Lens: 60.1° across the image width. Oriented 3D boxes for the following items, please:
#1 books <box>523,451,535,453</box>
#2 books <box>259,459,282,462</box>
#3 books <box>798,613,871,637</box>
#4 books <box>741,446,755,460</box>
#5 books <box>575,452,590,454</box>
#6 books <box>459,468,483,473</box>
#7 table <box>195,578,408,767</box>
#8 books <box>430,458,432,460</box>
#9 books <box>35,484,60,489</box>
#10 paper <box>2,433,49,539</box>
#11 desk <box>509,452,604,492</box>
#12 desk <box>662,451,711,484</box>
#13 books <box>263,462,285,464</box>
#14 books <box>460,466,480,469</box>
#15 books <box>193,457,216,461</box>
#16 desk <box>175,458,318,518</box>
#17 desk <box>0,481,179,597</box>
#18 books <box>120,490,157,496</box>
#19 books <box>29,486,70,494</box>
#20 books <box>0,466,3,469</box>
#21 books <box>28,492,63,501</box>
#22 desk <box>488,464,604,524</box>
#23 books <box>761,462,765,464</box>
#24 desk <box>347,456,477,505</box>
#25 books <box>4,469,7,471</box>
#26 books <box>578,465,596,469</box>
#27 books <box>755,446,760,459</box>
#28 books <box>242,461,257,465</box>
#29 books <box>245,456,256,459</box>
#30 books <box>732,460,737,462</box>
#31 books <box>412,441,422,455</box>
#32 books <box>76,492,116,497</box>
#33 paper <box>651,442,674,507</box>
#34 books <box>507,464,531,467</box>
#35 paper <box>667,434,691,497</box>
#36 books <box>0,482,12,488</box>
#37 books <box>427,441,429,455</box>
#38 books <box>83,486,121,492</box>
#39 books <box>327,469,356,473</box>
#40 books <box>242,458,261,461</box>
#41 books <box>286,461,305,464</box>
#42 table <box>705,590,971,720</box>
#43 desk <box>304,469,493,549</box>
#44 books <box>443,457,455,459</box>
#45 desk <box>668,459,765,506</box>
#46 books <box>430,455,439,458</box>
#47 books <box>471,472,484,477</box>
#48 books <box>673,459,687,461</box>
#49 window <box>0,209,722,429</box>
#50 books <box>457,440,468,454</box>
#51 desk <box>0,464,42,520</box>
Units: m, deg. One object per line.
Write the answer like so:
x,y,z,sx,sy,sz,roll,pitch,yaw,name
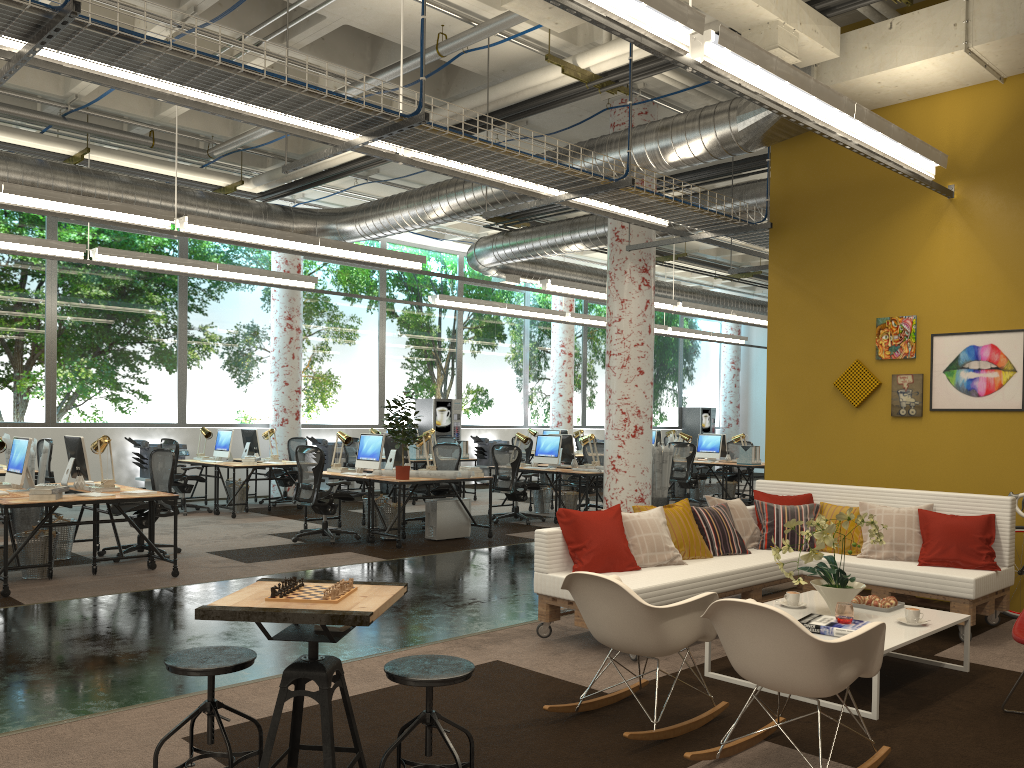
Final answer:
0.378,1.416,18.570,0.226,0.038,0.309,3,-3,-44,books
-3.671,1.160,13.463,0.226,0.038,0.309,3,-3,-44,books
1.726,1.301,4.751,0.334,0.048,0.279,-1,-3,37,books
3.924,1.184,14.720,0.068,0.310,0.233,0,0,-44,books
1.434,1.425,18.412,0.226,0.038,0.309,3,-3,-44,books
-0.489,1.020,10.482,0.193,0.044,0.257,2,-2,-27,books
-0.779,1.187,3.395,0.626,0.760,0.616,1,0,6,table
-1.399,1.263,14.968,0.243,0.019,0.205,0,-2,23,books
-3.812,0.838,7.267,0.153,0.030,0.185,1,-2,-16,books
-5.556,1.150,10.114,0.440,1.199,0.412,1,1,24,paper
1.090,1.798,18.310,1.402,0.724,1.940,2,-2,-44,desk
3.422,1.919,20.571,1.402,0.724,1.940,2,-2,-44,desk
-3.484,1.155,12.946,0.243,0.019,0.205,0,-2,23,books
-0.500,0.988,10.472,0.185,0.030,0.153,-1,-3,44,books
-4.727,1.151,13.621,0.226,0.038,0.309,3,-3,-44,books
-4.015,1.533,13.361,1.402,0.724,1.940,2,-2,-44,desk
-4.093,1.327,7.993,1.402,0.724,1.940,2,-2,-44,desk
-3.285,0.958,7.788,0.200,0.024,0.235,0,-2,19,books
-3.797,0.870,7.270,0.193,0.044,0.257,1,-2,3,books
-6.388,1.019,10.828,0.226,0.038,0.309,3,-3,-44,books
-3.816,0.916,7.251,0.200,0.050,0.271,1,-2,-17,books
0.812,1.587,12.881,1.402,0.724,1.940,2,-2,-44,desk
4.388,1.356,15.223,0.200,0.024,0.235,0,-2,19,books
-1.772,1.650,15.535,1.402,0.724,1.940,2,-2,-44,desk
-5.896,1.029,10.579,0.243,0.019,0.205,1,-2,-7,books
1.156,1.213,12.983,0.226,0.038,0.309,3,-3,-44,books
4.030,1.190,14.823,0.068,0.310,0.233,0,0,-44,books
-3.738,1.123,12.619,0.200,0.050,0.271,1,-2,-17,books
-3.734,1.045,12.635,0.153,0.030,0.185,1,-2,-16,books
4.082,1.360,15.683,0.226,0.038,0.309,3,-3,-44,books
-1.586,1.101,14.675,0.068,0.310,0.233,0,0,-44,books
-3.562,0.949,7.578,0.243,0.019,0.205,0,-2,23,books
1.988,1.344,12.269,0.440,1.199,0.412,1,1,24,paper
0.100,1.204,13.142,0.226,0.038,0.309,3,-3,-44,books
3.145,1.534,16.780,0.440,1.199,0.412,1,1,24,paper
-4.805,0.944,8.253,0.226,0.038,0.309,3,-3,-44,books
-1.480,1.107,14.778,0.068,0.310,0.233,0,0,-44,books
-3.749,0.954,8.095,0.226,0.038,0.309,3,-3,-44,books
-2.103,1.064,10.912,0.226,0.038,0.309,3,-3,-44,books
-3.719,1.077,12.638,0.193,0.044,0.257,1,-2,3,books
-3.207,1.164,13.156,0.200,0.024,0.235,0,-2,19,books
1.888,1.505,5.102,1.263,0.330,0.984,3,-3,-44,table
-1.391,1.447,10.652,1.402,0.725,1.940,2,-2,-44,desk
-1.122,1.272,15.178,0.200,0.024,0.235,0,-2,19,books
3.738,1.733,15.581,1.402,0.724,1.940,2,-2,-44,desk
-1.428,1.277,15.637,0.226,0.038,0.309,3,-3,-44,books
-0.495,1.066,10.456,0.271,0.050,0.200,-1,-3,43,books
3.026,1.350,15.841,0.226,0.038,0.309,3,-3,-44,books
-3.292,-1.042,16.775,26.214,3.765,0.050,3,-1,-44,window
-0.860,1.139,15.379,0.068,0.310,0.233,0,0,-44,books
-6.732,1.393,10.726,1.402,0.724,1.940,2,-2,-44,desk
